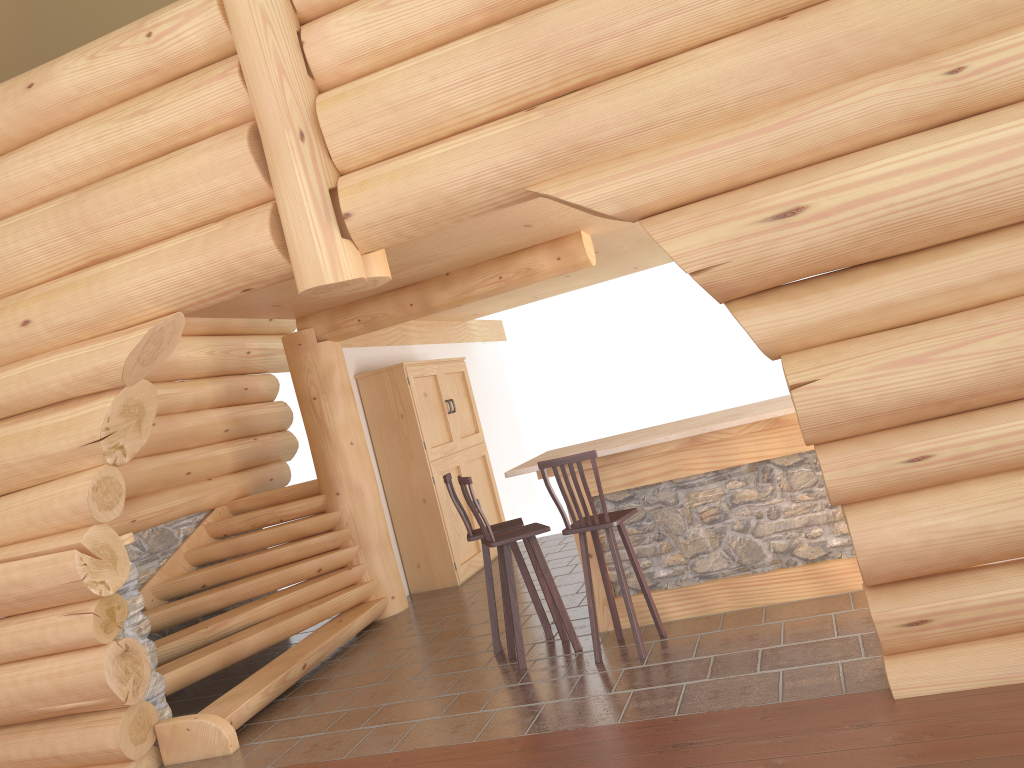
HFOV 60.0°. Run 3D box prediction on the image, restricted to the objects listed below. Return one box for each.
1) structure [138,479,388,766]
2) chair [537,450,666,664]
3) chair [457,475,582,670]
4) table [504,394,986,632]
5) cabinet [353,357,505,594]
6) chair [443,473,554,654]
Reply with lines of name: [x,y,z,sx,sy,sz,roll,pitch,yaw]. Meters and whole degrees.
structure: [-2.534,1.737,7.603,1.951,1.643,3.604,-15,-1,12]
chair: [0.595,1.067,5.701,0.406,1.319,0.504,-15,-1,28]
chair: [0.037,1.216,6.070,0.504,1.319,0.406,-14,-1,-14]
table: [1.756,0.814,6.310,3.220,1.257,1.196,-15,-1,18]
cabinet: [-0.823,0.950,10.228,0.670,2.403,1.847,-15,-1,18]
chair: [-0.105,1.261,6.570,0.504,1.319,0.406,-14,-1,-2]
